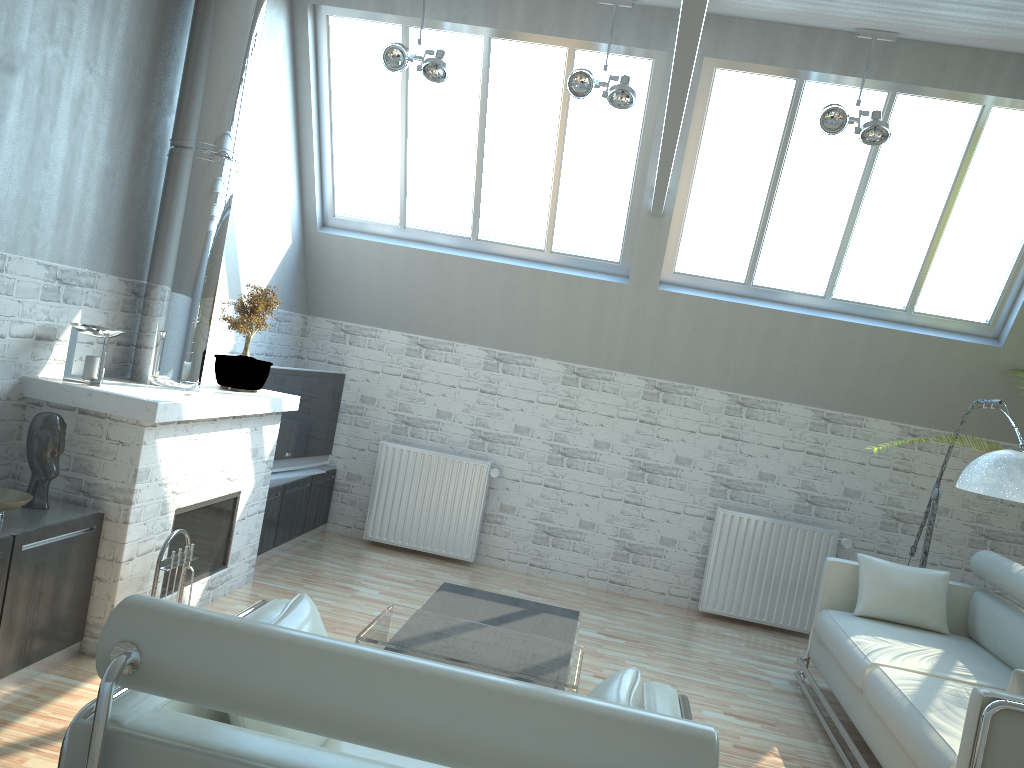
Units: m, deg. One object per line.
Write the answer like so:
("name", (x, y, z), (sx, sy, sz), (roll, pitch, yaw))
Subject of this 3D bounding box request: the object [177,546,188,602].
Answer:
("object", (-3.041, 1.900, 8.097), (0.025, 0.855, 0.025), (11, 2, 29))

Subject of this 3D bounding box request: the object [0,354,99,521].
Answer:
("object", (-1.785, 1.415, 7.058), (4.859, 2.558, 1.528), (11, 2, 6))

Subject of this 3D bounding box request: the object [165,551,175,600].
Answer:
("object", (-3.018, 1.942, 7.852), (0.146, 0.916, 0.131), (11, 2, 7))

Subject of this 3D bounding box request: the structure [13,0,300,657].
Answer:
("structure", (-3.180, -1.243, 9.173), (1.309, 7.180, 3.302), (11, 2, 7))

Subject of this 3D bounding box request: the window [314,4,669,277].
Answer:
("window", (-0.423, -3.329, 12.254), (4.651, 2.787, 1.897), (11, 2, 7))

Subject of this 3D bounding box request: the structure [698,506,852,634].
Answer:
("structure", (3.804, 2.727, 12.921), (1.892, 1.524, 0.508), (11, 2, 7))

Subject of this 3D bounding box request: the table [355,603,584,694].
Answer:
("table", (-0.364, 2.510, 7.196), (1.726, 0.867, 1.015), (11, 2, 7))

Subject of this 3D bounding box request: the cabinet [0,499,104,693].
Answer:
("cabinet", (-4.350, 1.644, 5.443), (0.914, 1.270, 4.572), (11, 2, 7))

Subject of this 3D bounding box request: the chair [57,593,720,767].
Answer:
("chair", (-0.460, 2.018, 4.162), (2.507, 2.001, 2.201), (11, 2, 7))

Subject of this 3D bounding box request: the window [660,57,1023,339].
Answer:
("window", (4.531, -2.405, 11.619), (4.651, 2.787, 1.897), (11, 2, 7))

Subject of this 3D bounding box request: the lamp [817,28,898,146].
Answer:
("lamp", (3.842, -3.291, 9.702), (0.808, 1.172, 0.618), (11, 2, 11))

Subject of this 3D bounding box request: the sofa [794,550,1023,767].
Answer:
("sofa", (4.316, 2.788, 8.181), (2.199, 1.999, 4.866), (11, 2, 7))

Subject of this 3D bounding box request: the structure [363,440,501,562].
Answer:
("structure", (-1.205, 1.792, 13.563), (1.892, 1.524, 0.508), (11, 2, 7))

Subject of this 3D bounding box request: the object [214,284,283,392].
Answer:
("object", (-3.033, -0.559, 10.005), (0.572, 1.265, 1.115), (11, 2, 11))

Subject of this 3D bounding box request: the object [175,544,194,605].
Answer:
("object", (-3.028, 1.909, 8.210), (0.155, 0.873, 0.026), (11, 2, 8))

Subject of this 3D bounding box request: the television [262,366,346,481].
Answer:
("television", (-3.186, 0.512, 12.458), (0.592, 1.514, 2.577), (11, 2, 17))

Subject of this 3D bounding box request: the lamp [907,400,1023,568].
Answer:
("lamp", (5.255, 2.016, 10.646), (1.015, 3.709, 4.621), (11, 2, 13))

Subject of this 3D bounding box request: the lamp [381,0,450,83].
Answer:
("lamp", (-1.070, -4.207, 10.332), (0.808, 1.172, 0.619), (11, 2, 11))

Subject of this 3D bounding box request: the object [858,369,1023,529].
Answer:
("object", (6.012, 1.839, 9.891), (3.777, 4.386, 5.015), (10, 2, -18))

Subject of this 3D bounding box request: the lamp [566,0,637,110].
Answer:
("lamp", (1.086, -3.805, 10.055), (0.808, 1.172, 0.619), (11, 2, 11))

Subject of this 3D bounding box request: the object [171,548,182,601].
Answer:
("object", (-3.005, 1.949, 7.995), (0.145, 0.932, 0.065), (10, 2, -11))

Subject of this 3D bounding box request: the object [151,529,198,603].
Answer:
("object", (-3.127, 1.870, 8.061), (0.412, 1.124, 0.584), (11, 2, 7))

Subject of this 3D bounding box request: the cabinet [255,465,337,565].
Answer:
("cabinet", (-3.489, 1.745, 12.409), (0.908, 1.016, 3.234), (11, 2, 7))
